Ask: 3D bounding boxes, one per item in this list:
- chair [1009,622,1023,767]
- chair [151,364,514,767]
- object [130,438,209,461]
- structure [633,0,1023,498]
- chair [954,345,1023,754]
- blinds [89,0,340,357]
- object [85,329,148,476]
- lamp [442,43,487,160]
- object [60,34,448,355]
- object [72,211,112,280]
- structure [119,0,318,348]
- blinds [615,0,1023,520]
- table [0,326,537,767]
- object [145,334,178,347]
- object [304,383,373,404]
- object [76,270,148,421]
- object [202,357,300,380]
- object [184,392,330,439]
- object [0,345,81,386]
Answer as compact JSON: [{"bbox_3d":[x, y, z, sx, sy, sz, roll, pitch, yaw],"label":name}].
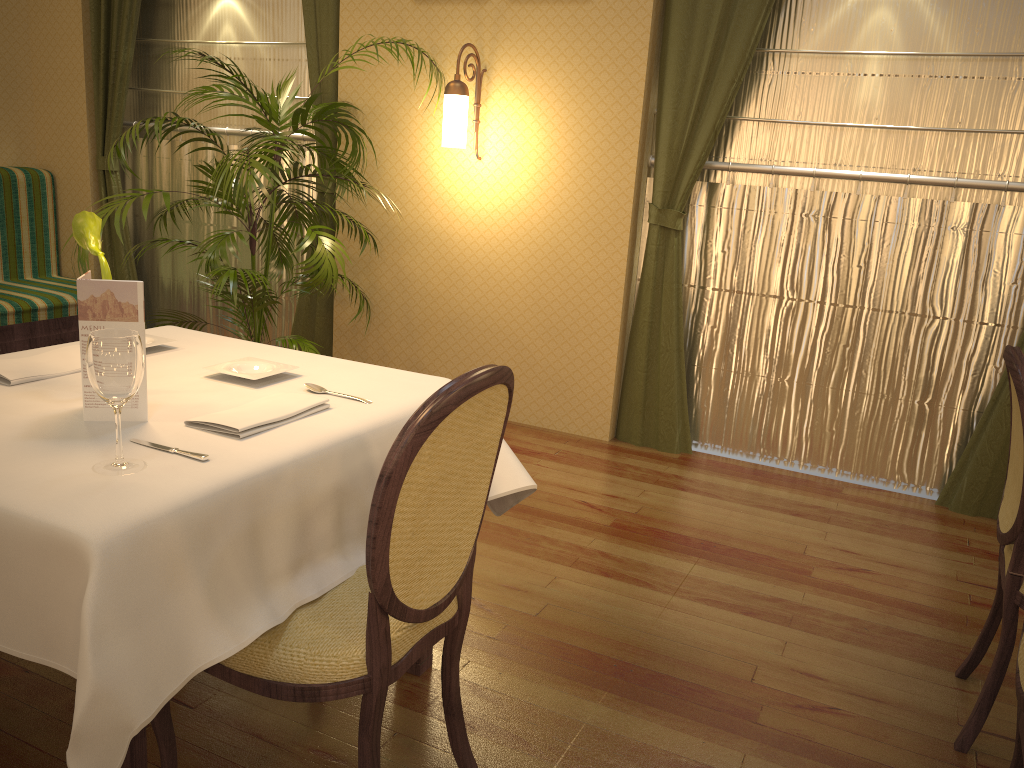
[{"bbox_3d":[1.053,0.568,1.423,0.571,0.955,0.530,11,16,24],"label":"chair"},{"bbox_3d":[-0.329,0.392,1.719,0.571,0.955,0.530,11,16,24],"label":"chair"},{"bbox_3d":[-0.612,0.114,1.575,0.185,0.010,0.017,11,16,24],"label":"object"},{"bbox_3d":[1.526,-1.775,3.511,1.900,4.511,0.134,11,16,24],"label":"structure"},{"bbox_3d":[1.391,0.419,2.102,0.571,0.955,0.530,11,16,24],"label":"chair"},{"bbox_3d":[-1.658,-2.362,4.846,1.934,4.537,0.225,10,16,23],"label":"blinds"},{"bbox_3d":[-0.648,0.028,1.456,0.088,0.229,0.088,0,15,-16],"label":"object"},{"bbox_3d":[-0.225,-1.309,4.113,0.114,0.513,0.323,8,15,14],"label":"lamp"},{"bbox_3d":[-1.103,-0.722,4.156,1.496,1.807,1.552,6,14,5],"label":"object"},{"bbox_3d":[-0.871,-0.173,1.884,0.076,0.375,0.163,-9,19,-42],"label":"object"},{"bbox_3d":[-1.610,-2.372,4.950,1.942,4.511,0.123,11,16,24],"label":"structure"},{"bbox_3d":[1.482,-1.763,3.401,1.878,4.537,0.129,11,16,24],"label":"blinds"},{"bbox_3d":[-0.798,0.384,2.004,1.389,0.759,1.395,11,16,26],"label":"table"},{"bbox_3d":[-0.977,-0.100,2.281,0.160,0.024,0.160,11,16,24],"label":"object"},{"bbox_3d":[-0.392,0.021,1.988,0.181,0.015,0.038,11,16,26],"label":"object"},{"bbox_3d":[-0.790,-0.068,1.701,0.166,0.277,0.081,13,17,30],"label":"object"},{"bbox_3d":[-0.617,-0.028,2.101,0.160,0.024,0.160,11,16,24],"label":"object"},{"bbox_3d":[-0.511,0.057,1.805,0.142,0.024,0.273,11,16,24],"label":"object"},{"bbox_3d":[-1.068,-0.045,2.031,0.142,0.033,0.273,11,16,24],"label":"object"}]
